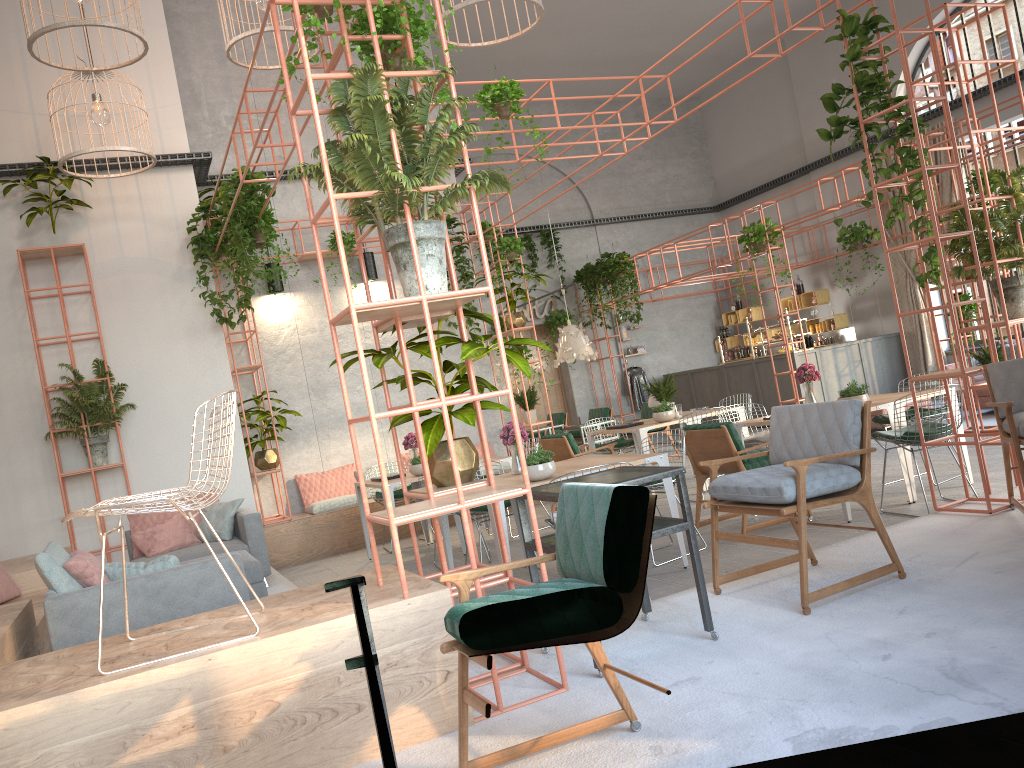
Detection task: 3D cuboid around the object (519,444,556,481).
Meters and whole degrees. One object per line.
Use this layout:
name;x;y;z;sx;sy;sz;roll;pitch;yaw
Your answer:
object;0.173;0.542;6.123;0.247;0.247;0.252;-10;-1;-23

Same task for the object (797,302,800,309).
object;5.591;-1.523;17.241;0.123;0.142;0.141;-10;-1;-23

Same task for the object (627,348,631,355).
object;2.473;-0.692;18.846;0.063;0.151;0.063;-10;-1;-37

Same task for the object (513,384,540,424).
object;0.192;0.267;11.669;0.438;0.527;0.368;-10;-1;-23

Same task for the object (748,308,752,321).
object;5.039;-1.466;18.681;0.137;0.261;0.137;-11;-1;13

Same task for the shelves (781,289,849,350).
shelves;5.808;-0.843;17.209;0.328;1.838;1.750;-10;-1;-23

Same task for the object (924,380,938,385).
object;6.076;-0.008;12.906;0.199;0.145;0.156;-11;-1;-9

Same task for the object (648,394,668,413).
object;1.740;0.261;10.509;0.241;0.313;0.241;-11;-1;22

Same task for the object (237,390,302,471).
object;-2.899;0.538;10.280;0.934;0.919;0.903;-11;-1;38

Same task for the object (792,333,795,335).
object;4.891;-0.883;15.533;0.152;0.058;0.095;-10;-1;-33

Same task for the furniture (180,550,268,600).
furniture;-2.389;1.580;6.705;0.941;0.446;0.975;-10;-1;-23

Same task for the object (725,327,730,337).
object;4.754;-1.174;19.613;0.066;0.291;0.066;-11;-1;16

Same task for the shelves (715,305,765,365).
shelves;5.064;-0.686;18.971;0.328;1.838;1.750;-10;-1;-23

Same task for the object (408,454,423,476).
object;-0.887;0.765;8.634;0.248;0.247;0.254;-10;-1;-23

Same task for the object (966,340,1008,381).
object;5.507;-0.237;10.181;0.438;0.527;0.368;-10;-1;-23

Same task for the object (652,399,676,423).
object;1.662;0.294;9.752;0.248;0.247;0.254;-10;-1;-23

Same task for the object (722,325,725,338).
object;4.680;-1.160;19.583;0.066;0.291;0.066;-11;-1;-17

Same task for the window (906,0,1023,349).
window;7.976;-3.504;13.637;0.089;5.538;4.127;-10;-1;-23

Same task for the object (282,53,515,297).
object;-0.468;-0.905;3.819;0.894;1.101;0.900;-11;-1;31

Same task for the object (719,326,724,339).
object;4.611;-1.147;19.551;0.066;0.291;0.066;-11;-1;36

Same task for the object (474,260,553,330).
object;0.045;-1.199;11.648;0.934;0.947;0.903;-11;-1;28

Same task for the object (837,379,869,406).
object;2.761;0.088;7.203;0.247;0.247;0.252;-10;-1;-23

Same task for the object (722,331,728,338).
object;4.679;-1.088;19.459;0.115;0.147;0.115;-11;-1;21

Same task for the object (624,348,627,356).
object;2.405;-0.686;18.840;0.055;0.164;0.092;-11;-1;-5

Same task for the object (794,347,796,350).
object;4.899;-0.625;15.567;0.240;0.104;0.073;-10;-1;-42

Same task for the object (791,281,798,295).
object;5.574;-1.885;17.481;0.134;0.301;0.134;-10;-1;-35

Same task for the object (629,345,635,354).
object;2.543;-0.732;18.888;0.081;0.204;0.081;-10;-1;-23

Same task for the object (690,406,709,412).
object;2.204;0.298;10.432;0.218;0.041;0.218;-11;-1;-15

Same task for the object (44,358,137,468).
object;-4.336;0.307;9.106;0.894;1.097;0.900;-11;-1;6

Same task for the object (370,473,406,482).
object;-1.261;0.948;9.020;0.268;0.031;0.427;-10;-1;-23

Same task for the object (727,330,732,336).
object;4.797;-1.110;19.511;0.115;0.147;0.115;-11;-1;21

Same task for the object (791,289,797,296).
object;5.492;-1.781;17.262;0.088;0.123;0.088;-11;-1;33

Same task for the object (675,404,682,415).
object;1.959;0.304;10.452;0.095;0.119;0.095;-11;-1;1

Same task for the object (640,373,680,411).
object;1.739;0.139;10.184;0.438;0.527;0.368;-10;-1;-23

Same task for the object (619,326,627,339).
object;2.351;-1.120;18.838;0.136;0.336;0.145;-11;-1;-9

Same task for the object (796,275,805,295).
object;5.608;-1.936;17.292;0.134;0.386;0.134;-10;-1;-35

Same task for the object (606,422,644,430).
object;1.288;0.477;10.138;0.268;0.031;0.427;-10;-1;-23

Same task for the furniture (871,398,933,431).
furniture;5.153;0.414;12.375;0.941;0.446;0.976;-10;-1;-23

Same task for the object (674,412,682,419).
object;1.857;0.349;10.000;0.115;0.078;0.115;-11;-1;-18

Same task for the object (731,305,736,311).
object;4.748;-1.624;19.025;0.088;0.123;0.088;-11;-1;33

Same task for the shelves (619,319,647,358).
shelves;2.554;-0.993;18.899;0.560;0.790;0.186;-10;-1;-23

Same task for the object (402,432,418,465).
object;-1.031;0.713;9.355;0.213;0.414;0.225;-10;-1;-31

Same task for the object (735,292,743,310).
object;4.864;-1.779;19.054;0.134;0.386;0.134;-11;-1;10

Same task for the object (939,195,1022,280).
object;5.334;-1.697;10.140;0.923;0.946;0.924;-11;-1;33

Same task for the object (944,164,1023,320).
object;3.629;-1.027;6.553;0.894;1.100;0.900;-11;-1;6

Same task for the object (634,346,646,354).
object;2.742;-0.736;18.973;0.219;0.149;0.129;-10;-1;-23

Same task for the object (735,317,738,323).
object;4.846;-1.366;19.004;0.123;0.142;0.141;-10;-1;-23

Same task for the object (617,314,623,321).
object;2.292;-1.418;18.831;0.133;0.145;0.133;-11;-1;29

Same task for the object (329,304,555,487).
object;-0.295;0.018;4.254;0.934;0.923;0.903;-11;-1;33

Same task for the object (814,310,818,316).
object;5.781;-1.326;16.844;0.083;0.159;0.083;-11;-1;21

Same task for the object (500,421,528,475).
object;0.032;0.489;6.839;0.213;0.414;0.225;-10;-1;-31

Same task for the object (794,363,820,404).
object;2.681;0.013;8.000;0.213;0.414;0.225;-10;-1;-31

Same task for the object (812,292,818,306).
object;5.783;-1.622;16.918;0.137;0.261;0.137;-11;-1;13

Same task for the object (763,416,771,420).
object;2.388;0.272;7.589;0.268;0.031;0.427;-10;-1;-23
